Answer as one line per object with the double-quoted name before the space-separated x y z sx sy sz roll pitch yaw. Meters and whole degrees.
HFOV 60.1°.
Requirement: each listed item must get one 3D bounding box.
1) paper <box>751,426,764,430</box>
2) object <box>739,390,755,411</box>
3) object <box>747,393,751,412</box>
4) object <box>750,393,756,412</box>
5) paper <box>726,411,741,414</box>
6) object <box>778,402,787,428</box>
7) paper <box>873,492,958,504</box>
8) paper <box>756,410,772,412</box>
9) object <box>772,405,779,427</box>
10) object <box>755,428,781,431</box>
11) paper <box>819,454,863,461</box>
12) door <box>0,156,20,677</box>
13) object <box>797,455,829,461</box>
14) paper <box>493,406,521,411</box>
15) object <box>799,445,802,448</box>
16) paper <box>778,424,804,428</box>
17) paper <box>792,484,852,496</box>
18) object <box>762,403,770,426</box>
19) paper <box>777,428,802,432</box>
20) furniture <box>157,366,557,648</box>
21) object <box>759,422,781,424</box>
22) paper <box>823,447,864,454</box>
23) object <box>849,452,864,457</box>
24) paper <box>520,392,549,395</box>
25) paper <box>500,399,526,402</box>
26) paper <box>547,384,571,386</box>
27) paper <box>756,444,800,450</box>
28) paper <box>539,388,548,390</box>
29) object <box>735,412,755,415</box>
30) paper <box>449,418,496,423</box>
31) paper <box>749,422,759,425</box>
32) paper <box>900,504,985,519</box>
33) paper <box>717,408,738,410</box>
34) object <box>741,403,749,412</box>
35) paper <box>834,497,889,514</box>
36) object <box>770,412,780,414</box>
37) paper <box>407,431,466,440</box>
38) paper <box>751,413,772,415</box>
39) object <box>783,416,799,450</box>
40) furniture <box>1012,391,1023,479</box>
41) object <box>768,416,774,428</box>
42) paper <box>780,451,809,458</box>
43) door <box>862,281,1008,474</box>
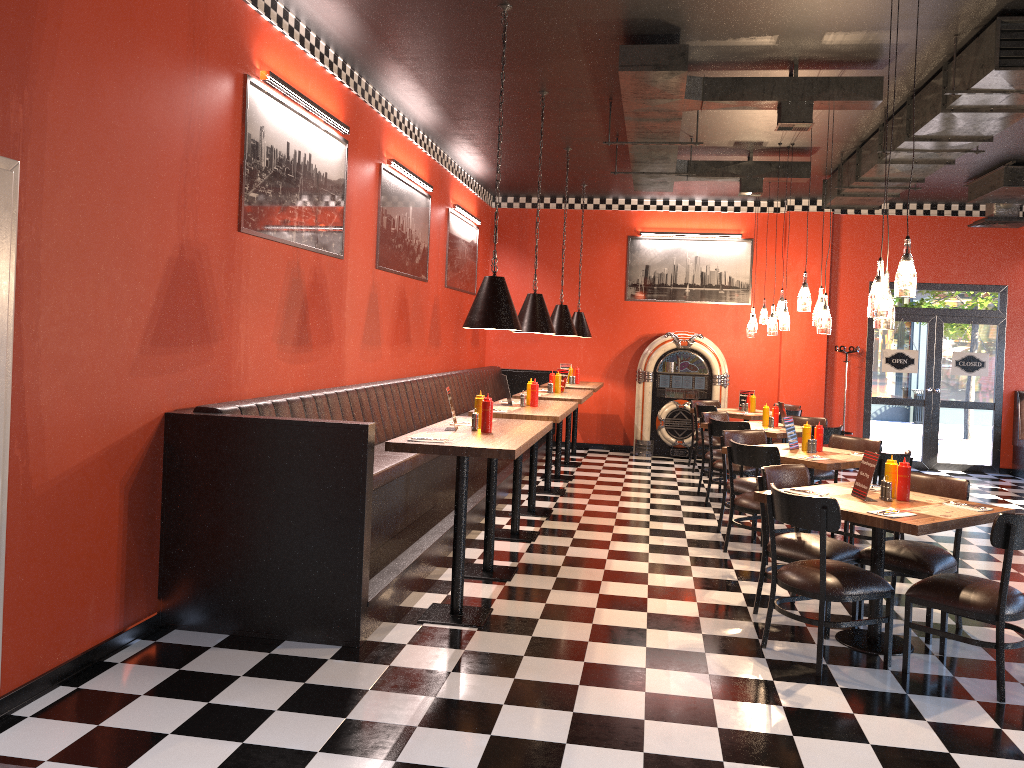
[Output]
"paper" 2.389 0.438 8.894 0.261 0.001 0.366 0 4 -34
"object" 2.981 0.212 11.247 0.188 0.257 0.072 3 1 19
"object" 2.985 0.227 11.142 0.068 0.238 0.068 2 1 6
"object" 3.009 0.233 11.051 0.068 0.238 0.068 2 1 6
"paper" 2.667 0.346 10.888 0.261 0.001 0.366 0 4 -36
"object" 2.791 0.316 9.101 0.072 0.257 0.188 2 1 -1
"paper" 2.287 0.636 5.017 0.261 0.001 0.366 0 4 -36
"paper" 3.203 0.347 11.290 0.261 0.001 0.366 0 4 -36
"object" 2.716 0.321 9.135 0.068 0.238 0.068 3 1 14
"object" 2.531 0.445 8.722 0.255 0.019 0.158 0 4 -34
"paper" 2.528 0.558 6.710 0.365 0.001 0.261 0 4 -38
"door" -2.024 0.249 2.935 0.161 2.178 1.027 2 1 9
"object" 2.250 0.545 6.576 0.255 0.019 0.158 0 4 -33
"paper" -0.089 0.196 7.206 0.261 0.001 0.365 3 3 11
"object" 2.440 0.513 7.332 0.255 0.019 0.158 0 4 -43
"paper" 2.900 0.439 9.281 0.261 0.001 0.366 0 4 -37
"paper" 1.832 0.612 5.113 0.365 0.001 0.261 0 4 -36
"object" 2.624 0.316 9.152 0.068 0.238 0.068 3 1 14
"paper" 2.849 0.460 8.837 0.365 0.001 0.261 0 4 -37
"furniture" -0.578 0.518 8.813 1.104 1.148 8.764 3 3 9
"object" 2.747 0.414 9.480 0.255 0.019 0.158 0 4 -36
"paper" 2.611 0.537 7.169 0.261 0.001 0.366 0 4 -37
"object" 2.725 0.549 6.866 0.157 0.019 0.255 0 4 -37
"paper" 0.238 0.100 9.324 0.261 0.001 0.365 3 3 11
"paper" 0.041 0.152 8.165 0.261 0.001 0.365 3 3 11
"paper" 0.607 0.005 11.428 0.261 0.001 0.365 3 3 11
"paper" 2.136 0.515 7.218 0.365 0.001 0.261 0 4 -35
"paper" 0.381 0.058 10.233 0.261 0.001 0.365 3 3 11
"object" 2.830 0.354 10.704 0.255 0.019 0.158 1 3 -32
"paper" -0.266 0.251 6.009 0.261 0.001 0.365 3 3 11
"paper" 2.443 0.416 9.369 0.365 0.001 0.261 0 4 -37
"paper" 2.228 0.657 4.573 0.365 0.001 0.261 0 4 -36
"paper" 2.729 0.325 11.348 0.365 0.001 0.261 0 4 -34
"object" 2.915 0.280 11.081 0.094 0.136 0.047 3 1 9
"paper" 1.769 0.634 4.639 0.261 0.001 0.366 0 4 -33
"object" 3.311 0.359 10.985 0.157 0.019 0.255 0 4 -36
"paper" -0.426 0.294 5.063 0.261 0.001 0.365 3 3 11
"paper" 3.111 0.367 10.833 0.365 0.001 0.261 0 4 -37
"object" 2.248 0.396 7.134 0.072 0.257 0.188 3 1 39
"furniture" 7.600 0.714 11.574 1.709 1.154 0.706 3 1 9
"object" 2.652 0.374 9.058 0.047 0.136 0.094 2 1 -1
"paper" 2.083 0.537 6.758 0.261 0.001 0.366 0 4 -37
"door" 5.816 -0.104 12.215 1.800 2.571 0.128 3 0 9
